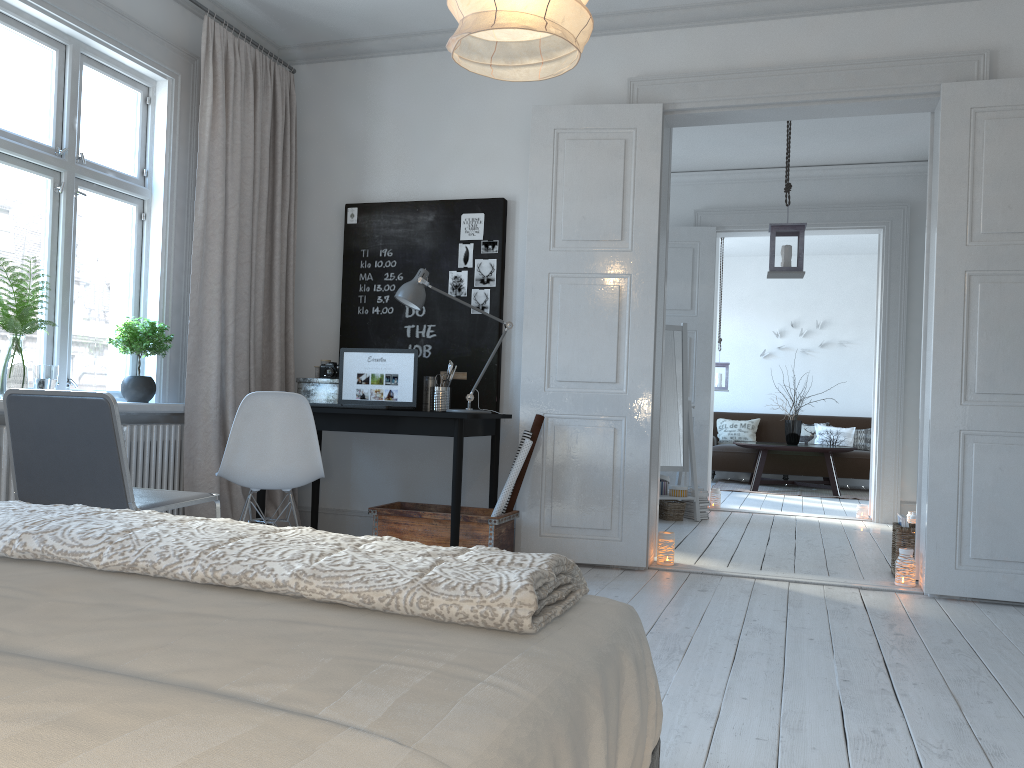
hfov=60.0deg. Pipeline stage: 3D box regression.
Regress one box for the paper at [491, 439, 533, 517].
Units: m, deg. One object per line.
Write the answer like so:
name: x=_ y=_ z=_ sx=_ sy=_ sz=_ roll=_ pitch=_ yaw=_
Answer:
paper: x=-0.050 y=0.574 z=4.299 sx=0.283 sy=0.626 sz=0.041 roll=2 pitch=0 yaw=-4

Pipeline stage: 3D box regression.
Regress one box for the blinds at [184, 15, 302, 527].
blinds: x=-1.348 y=-0.459 z=4.642 sx=0.225 sy=2.647 sz=0.831 roll=2 pitch=-1 yaw=18

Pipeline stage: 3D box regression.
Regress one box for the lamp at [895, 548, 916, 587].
lamp: x=1.888 y=0.880 z=4.252 sx=0.093 sy=0.179 sz=0.093 roll=2 pitch=-1 yaw=1

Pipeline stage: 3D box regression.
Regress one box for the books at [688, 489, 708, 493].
books: x=1.399 y=0.813 z=6.775 sx=0.132 sy=0.017 sz=0.187 roll=2 pitch=-2 yaw=-9

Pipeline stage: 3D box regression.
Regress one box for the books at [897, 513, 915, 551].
books: x=2.099 y=0.830 z=4.569 sx=0.201 sy=0.300 sz=0.179 roll=2 pitch=-1 yaw=18

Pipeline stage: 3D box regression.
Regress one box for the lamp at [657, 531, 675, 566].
lamp: x=0.798 y=0.852 z=4.594 sx=0.089 sy=0.166 sz=0.089 roll=2 pitch=-1 yaw=11

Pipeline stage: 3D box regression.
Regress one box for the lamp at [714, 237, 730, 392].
lamp: x=2.368 y=-0.801 z=10.032 sx=0.228 sy=1.762 sz=0.228 roll=2 pitch=0 yaw=15

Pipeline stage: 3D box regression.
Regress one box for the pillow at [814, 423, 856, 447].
pillow: x=3.756 y=0.620 z=10.344 sx=0.470 sy=0.309 sz=0.188 roll=2 pitch=-1 yaw=19

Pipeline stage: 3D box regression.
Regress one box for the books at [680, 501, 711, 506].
books: x=1.398 y=0.910 z=6.771 sx=0.128 sy=0.022 sz=0.193 roll=3 pitch=-2 yaw=-40

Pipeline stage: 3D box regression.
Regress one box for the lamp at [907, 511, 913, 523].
lamp: x=2.902 y=0.999 z=6.420 sx=0.084 sy=0.146 sz=0.084 roll=2 pitch=-1 yaw=22

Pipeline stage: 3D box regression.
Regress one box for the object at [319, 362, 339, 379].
object: x=-0.958 y=-0.072 z=4.660 sx=0.137 sy=0.087 sz=0.073 roll=2 pitch=-1 yaw=18

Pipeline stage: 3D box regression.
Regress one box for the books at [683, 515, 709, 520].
books: x=1.396 y=1.016 z=6.779 sx=0.128 sy=0.016 sz=0.178 roll=3 pitch=-2 yaw=-34

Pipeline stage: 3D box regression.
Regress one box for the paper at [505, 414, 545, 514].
paper: x=0.017 y=0.520 z=4.415 sx=0.297 sy=0.747 sz=0.048 roll=2 pitch=-1 yaw=-27

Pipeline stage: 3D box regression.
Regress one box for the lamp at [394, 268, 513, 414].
lamp: x=-0.296 y=-0.212 z=4.491 sx=0.617 sy=0.716 sz=0.230 roll=2 pitch=-1 yaw=-11

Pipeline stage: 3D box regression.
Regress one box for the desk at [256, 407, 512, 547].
desk: x=-0.665 y=0.509 z=4.468 sx=1.159 sy=0.759 sz=0.651 roll=2 pitch=-1 yaw=18

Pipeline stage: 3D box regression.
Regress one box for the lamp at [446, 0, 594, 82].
lamp: x=0.039 y=-1.354 z=2.033 sx=0.340 sy=1.231 sz=0.338 roll=3 pitch=-1 yaw=-41

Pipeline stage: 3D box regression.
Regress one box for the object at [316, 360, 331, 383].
object: x=-1.028 y=-0.067 z=4.753 sx=0.056 sy=0.130 sz=0.167 roll=2 pitch=-1 yaw=17

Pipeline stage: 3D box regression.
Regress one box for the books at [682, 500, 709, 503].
books: x=1.401 y=0.890 z=6.780 sx=0.128 sy=0.016 sz=0.178 roll=3 pitch=-2 yaw=-29

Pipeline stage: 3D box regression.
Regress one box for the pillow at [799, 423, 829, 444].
pillow: x=3.501 y=0.624 z=10.506 sx=0.473 sy=0.347 sz=0.158 roll=2 pitch=-1 yaw=16

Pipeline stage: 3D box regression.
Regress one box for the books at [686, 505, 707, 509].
books: x=1.387 y=0.933 z=6.782 sx=0.128 sy=0.022 sz=0.167 roll=3 pitch=-2 yaw=-38

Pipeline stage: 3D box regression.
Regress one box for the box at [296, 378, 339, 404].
box: x=-0.992 y=0.049 z=4.764 sx=0.317 sy=0.152 sz=0.193 roll=2 pitch=-1 yaw=18

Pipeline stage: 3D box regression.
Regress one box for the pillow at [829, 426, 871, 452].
pillow: x=3.981 y=0.642 z=10.389 sx=0.542 sy=0.288 sz=0.183 roll=2 pitch=-1 yaw=19

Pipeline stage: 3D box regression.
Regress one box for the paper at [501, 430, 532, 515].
paper: x=-0.032 y=0.559 z=4.356 sx=0.266 sy=0.669 sz=0.043 roll=2 pitch=-1 yaw=-27

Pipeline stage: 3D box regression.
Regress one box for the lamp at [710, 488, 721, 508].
lamp: x=1.717 y=0.963 z=7.477 sx=0.089 sy=0.166 sz=0.089 roll=2 pitch=-1 yaw=17

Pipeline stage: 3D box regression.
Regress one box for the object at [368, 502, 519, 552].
object: x=-0.335 y=0.756 z=4.356 sx=0.664 sy=0.282 sz=0.339 roll=2 pitch=-1 yaw=18

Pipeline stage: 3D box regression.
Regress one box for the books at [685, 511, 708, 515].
books: x=1.391 y=0.982 z=6.776 sx=0.128 sy=0.016 sz=0.180 roll=3 pitch=-2 yaw=-27

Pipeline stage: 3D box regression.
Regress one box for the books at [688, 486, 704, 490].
books: x=1.395 y=0.798 z=6.789 sx=0.111 sy=0.014 sz=0.156 roll=2 pitch=-1 yaw=-3

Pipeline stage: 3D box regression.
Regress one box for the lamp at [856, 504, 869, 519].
lamp: x=2.811 y=1.024 z=7.110 sx=0.093 sy=0.110 sz=0.093 roll=2 pitch=-1 yaw=35

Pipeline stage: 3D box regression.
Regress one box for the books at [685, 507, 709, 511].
books: x=1.393 y=0.953 z=6.775 sx=0.132 sy=0.017 sz=0.187 roll=3 pitch=-2 yaw=-35

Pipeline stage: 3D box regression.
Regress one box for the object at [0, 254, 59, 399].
object: x=-1.973 y=-0.221 z=3.490 sx=0.305 sy=0.564 sz=0.414 roll=3 pitch=-1 yaw=-38

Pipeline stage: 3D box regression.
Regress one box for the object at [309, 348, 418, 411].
object: x=-0.739 y=-0.031 z=4.413 sx=0.445 sy=0.315 sz=0.325 roll=2 pitch=-1 yaw=18

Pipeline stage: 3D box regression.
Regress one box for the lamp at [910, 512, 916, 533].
lamp: x=2.830 y=0.981 z=6.201 sx=0.089 sy=0.166 sz=0.089 roll=2 pitch=-1 yaw=19

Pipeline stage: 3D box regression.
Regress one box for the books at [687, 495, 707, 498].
books: x=1.396 y=0.856 z=6.777 sx=0.128 sy=0.016 sz=0.181 roll=2 pitch=-2 yaw=-11

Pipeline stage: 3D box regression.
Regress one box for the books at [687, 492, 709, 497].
books: x=1.403 y=0.835 z=6.769 sx=0.128 sy=0.026 sz=0.200 roll=2 pitch=-2 yaw=-11

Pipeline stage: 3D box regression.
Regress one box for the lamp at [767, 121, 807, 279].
lamp: x=1.796 y=-1.576 z=5.720 sx=0.228 sy=1.762 sz=0.228 roll=2 pitch=0 yaw=15

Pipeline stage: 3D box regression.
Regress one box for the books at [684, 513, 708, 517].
books: x=1.392 y=0.998 z=6.779 sx=0.128 sy=0.016 sz=0.176 roll=3 pitch=-2 yaw=-31

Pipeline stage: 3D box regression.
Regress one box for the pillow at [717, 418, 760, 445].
pillow: x=2.747 y=0.591 z=10.793 sx=0.519 sy=0.367 sz=0.239 roll=2 pitch=-1 yaw=18

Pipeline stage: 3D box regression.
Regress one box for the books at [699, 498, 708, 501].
books: x=1.397 y=0.873 z=6.780 sx=0.128 sy=0.016 sz=0.177 roll=3 pitch=-2 yaw=-16
